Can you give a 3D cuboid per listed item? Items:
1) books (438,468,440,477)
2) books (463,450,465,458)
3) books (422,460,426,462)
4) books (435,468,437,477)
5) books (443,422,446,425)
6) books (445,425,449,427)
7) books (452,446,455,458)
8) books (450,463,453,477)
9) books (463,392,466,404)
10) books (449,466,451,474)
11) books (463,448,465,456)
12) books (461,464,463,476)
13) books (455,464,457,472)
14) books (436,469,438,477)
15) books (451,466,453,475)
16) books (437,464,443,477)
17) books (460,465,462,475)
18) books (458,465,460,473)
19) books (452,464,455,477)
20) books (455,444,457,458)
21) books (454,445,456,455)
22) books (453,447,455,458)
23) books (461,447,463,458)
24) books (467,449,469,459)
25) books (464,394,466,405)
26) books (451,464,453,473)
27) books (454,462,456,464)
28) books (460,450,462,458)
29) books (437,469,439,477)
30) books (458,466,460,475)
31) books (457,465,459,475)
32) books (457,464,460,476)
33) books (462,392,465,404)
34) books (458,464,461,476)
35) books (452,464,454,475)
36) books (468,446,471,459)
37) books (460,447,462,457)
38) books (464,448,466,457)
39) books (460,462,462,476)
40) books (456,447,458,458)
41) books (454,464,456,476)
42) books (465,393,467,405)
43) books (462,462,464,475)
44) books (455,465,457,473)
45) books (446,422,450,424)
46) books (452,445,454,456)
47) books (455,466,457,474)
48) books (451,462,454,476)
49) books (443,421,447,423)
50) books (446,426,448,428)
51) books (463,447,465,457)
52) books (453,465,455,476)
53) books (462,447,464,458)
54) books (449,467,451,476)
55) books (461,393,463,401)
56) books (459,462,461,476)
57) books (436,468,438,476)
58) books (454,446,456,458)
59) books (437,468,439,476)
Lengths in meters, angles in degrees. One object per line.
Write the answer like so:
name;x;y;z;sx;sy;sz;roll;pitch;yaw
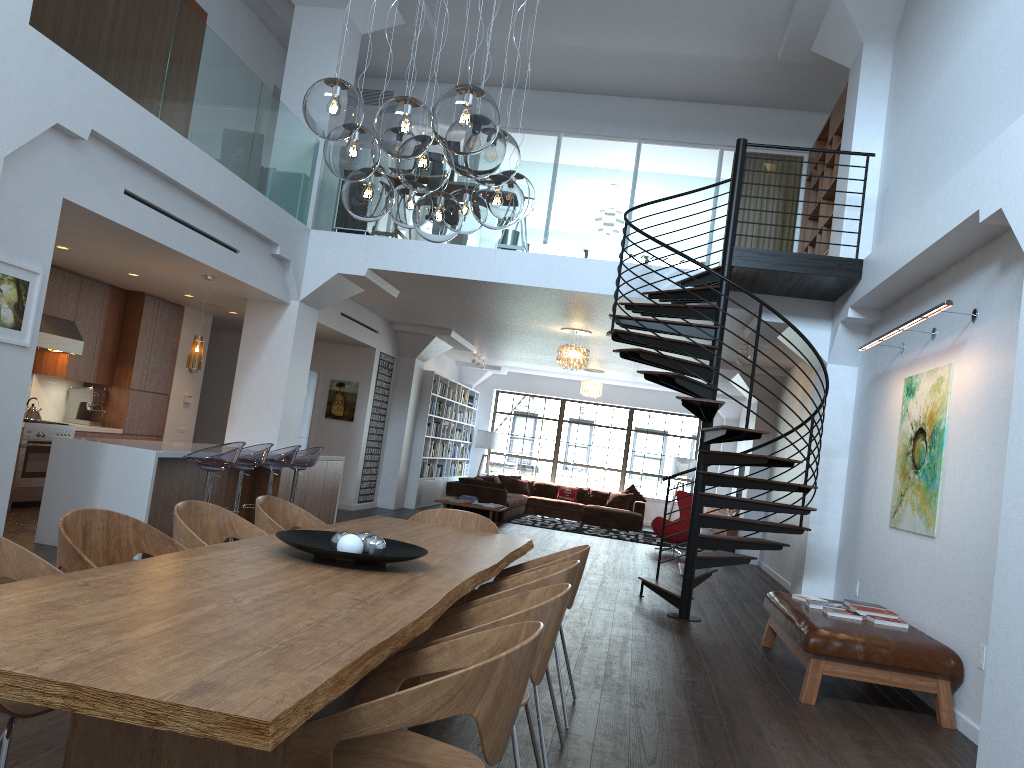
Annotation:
books;-1.461;1.692;17.031;0.126;0.173;0.032;7;-4;9
books;-1.108;1.500;19.195;0.161;0.221;0.035;7;-4;8
books;-1.635;1.335;15.601;0.223;0.027;0.161;7;-4;18
books;-1.497;1.666;16.786;0.128;0.178;0.022;7;-4;9
books;-1.371;0.742;16.888;0.174;0.045;0.240;7;-4;8
books;-1.350;0.801;17.306;0.223;0.027;0.161;8;-4;-2
books;-1.269;1.373;18.029;0.174;0.243;0.085;7;-4;9
books;-1.325;1.728;18.044;0.198;0.284;0.066;7;-4;8
books;-1.072;0.292;18.473;0.183;0.253;0.034;7;-4;9
books;-1.344;1.740;17.925;0.174;0.240;0.045;7;-4;8
books;-1.118;1.484;19.126;0.161;0.223;0.032;7;-4;9
books;-1.159;1.856;19.218;0.171;0.246;0.057;7;-4;9
books;-1.260;1.781;18.468;0.180;0.259;0.060;7;-4;8
books;-1.476;1.689;16.893;0.110;0.153;0.019;7;-4;9
books;-1.303;1.767;18.109;0.161;0.223;0.026;7;-4;8
books;-1.425;1.688;17.314;0.140;0.231;0.042;7;-4;9
books;-1.184;1.839;19.034;0.189;0.247;0.057;7;-4;9
books;-1.216;1.815;18.807;0.183;0.253;0.036;7;-4;9
books;-1.289;1.763;18.226;0.183;0.253;0.034;7;-4;8
books;-1.239;1.372;18.282;0.176;0.293;0.125;7;-4;9
books;-1.252;1.367;18.221;0.197;0.290;0.136;7;-4;9
books;-1.269;1.370;18.070;0.182;0.255;0.077;7;-4;9
books;-1.148;1.455;18.944;0.171;0.246;0.036;7;-4;9
books;-1.046;1.536;19.607;0.161;0.213;0.118;7;-4;9
books;-1.064;0.296;18.505;0.183;0.253;0.034;7;-4;9
books;-1.307;1.751;18.086;0.160;0.250;0.026;7;-4;8
books;-1.266;1.761;18.421;0.176;0.290;0.036;7;-4;8
books;-1.153;1.458;18.840;0.161;0.223;0.030;7;-4;9
books;-1.463;1.691;16.956;0.106;0.162;0.032;7;-4;9
books;-1.204;1.823;18.884;0.160;0.250;0.027;7;-4;9
books;-1.226;1.808;18.737;0.183;0.253;0.036;7;-4;9
books;-1.217;1.812;18.771;0.183;0.253;0.037;7;-4;9
books;-1.082;0.288;18.391;0.171;0.246;0.057;7;-4;9
books;-1.196;1.825;18.915;0.183;0.253;0.037;7;-4;9
books;-1.297;1.759;18.193;0.183;0.253;0.034;7;-4;8
books;-1.023;1.511;19.760;0.176;0.290;0.053;7;-4;9
books;-1.165;1.437;18.772;0.174;0.251;0.051;7;-4;9
books;-1.101;1.497;19.283;0.168;0.228;0.139;7;-4;9
books;-1.156;1.821;19.083;0.140;0.298;0.044;7;-4;9
books;-1.224;1.405;18.366;0.174;0.242;0.105;7;-4;9
books;-1.265;1.778;18.384;0.183;0.253;0.034;7;-4;8
books;-1.045;0.308;18.640;0.183;0.253;0.034;7;-4;9
books;-1.147;1.842;19.302;0.176;0.290;0.053;7;-4;9
books;-1.251;1.790;18.509;0.160;0.250;0.026;7;-4;8
books;-1.316;0.745;17.294;0.129;0.043;0.185;6;-5;23
books;-1.283;1.358;17.929;0.182;0.255;0.077;7;-4;9
books;-1.251;1.806;18.533;0.161;0.223;0.027;7;-4;8
books;-1.301;1.737;18.152;0.176;0.290;0.053;7;-4;8
books;-1.361;0.705;16.867;0.223;0.027;0.161;7;-4;18
books;-1.343;0.830;17.278;0.161;0.033;0.223;7;-4;9
books;-1.117;1.474;19.163;0.160;0.251;0.039;7;-4;9
books;-1.282;1.779;18.347;0.174;0.240;0.045;7;-4;8
books;-1.130;1.463;19.063;0.183;0.253;0.042;7;-4;9
books;-1.329;1.752;17.957;0.161;0.223;0.026;7;-4;8
books;-1.110;0.284;18.226;0.161;0.223;0.027;7;-4;9
books;-1.203;1.813;18.976;0.198;0.284;0.066;7;-4;9
books;-1.483;1.678;16.877;0.109;0.171;0.018;7;-4;9
books;-1.252;1.378;18.115;0.182;0.253;0.098;7;-4;9
books;-1.472;1.686;16.931;0.120;0.167;0.020;7;-4;9
